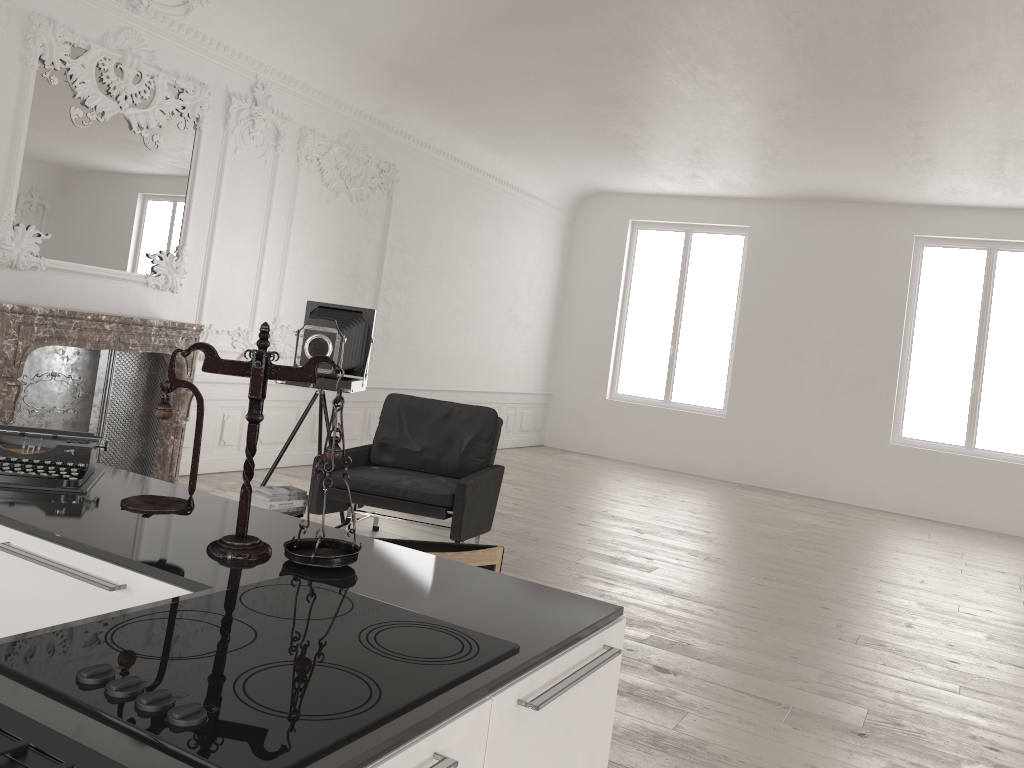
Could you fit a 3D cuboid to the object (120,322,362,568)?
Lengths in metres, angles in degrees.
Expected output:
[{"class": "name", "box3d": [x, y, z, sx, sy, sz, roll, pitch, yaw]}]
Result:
[{"class": "object", "box3d": [-0.545, 0.113, 1.861, 0.513, 0.492, 0.167, 8, -2, 1]}]

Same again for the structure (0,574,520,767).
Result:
[{"class": "structure", "box3d": [-0.350, 0.393, 1.332, 0.508, 0.021, 0.625, 9, 3, 28]}]

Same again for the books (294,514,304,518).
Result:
[{"class": "books", "box3d": [-1.398, 0.783, 5.269, 0.199, 0.025, 0.276, 8, 2, 16]}]

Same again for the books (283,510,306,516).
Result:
[{"class": "books", "box3d": [-1.400, 0.755, 5.275, 0.199, 0.025, 0.273, 9, 3, 29]}]

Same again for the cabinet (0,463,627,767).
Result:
[{"class": "cabinet", "box3d": [-1.541, 0.688, 1.341, 2.717, 0.883, 2.450, 9, 2, 28]}]

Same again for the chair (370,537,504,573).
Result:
[{"class": "chair", "box3d": [-0.422, 0.831, 2.935, 0.628, 0.772, 0.783, 8, 0, -17]}]

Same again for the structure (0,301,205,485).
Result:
[{"class": "structure", "box3d": [-2.978, 0.122, 6.043, 0.662, 1.250, 1.537, 7, 0, 28]}]

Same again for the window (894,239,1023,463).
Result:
[{"class": "window", "box3d": [5.696, -0.430, 10.697, 1.732, 2.586, 0.070, 7, -2, 28]}]

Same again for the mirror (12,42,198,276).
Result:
[{"class": "mirror", "box3d": [-2.849, -1.541, 6.309, 0.009, 1.574, 1.427, 7, -1, 28]}]

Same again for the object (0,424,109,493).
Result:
[{"class": "object", "box3d": [-1.274, 0.182, 2.296, 0.382, 0.111, 0.318, 7, 2, -17]}]

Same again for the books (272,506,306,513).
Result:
[{"class": "books", "box3d": [-1.400, 0.730, 5.274, 0.200, 0.025, 0.279, 9, 3, 34]}]

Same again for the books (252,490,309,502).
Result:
[{"class": "books", "box3d": [-1.394, 0.664, 5.272, 0.206, 0.026, 0.288, 9, 3, 36]}]

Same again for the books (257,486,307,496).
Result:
[{"class": "books", "box3d": [-1.380, 0.640, 5.294, 0.173, 0.022, 0.241, 10, 3, 42]}]

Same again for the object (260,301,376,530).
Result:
[{"class": "object", "box3d": [-1.341, 0.190, 6.212, 0.711, 1.526, 0.653, 8, -1, 3]}]

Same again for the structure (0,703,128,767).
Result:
[{"class": "structure", "box3d": [-0.719, 0.377, 0.630, 0.523, 0.014, 0.838, 9, 3, 28]}]

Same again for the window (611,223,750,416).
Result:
[{"class": "window", "box3d": [2.354, -0.956, 12.484, 1.732, 2.586, 0.070, 7, -2, 28]}]

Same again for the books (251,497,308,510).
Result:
[{"class": "books", "box3d": [-1.398, 0.697, 5.260, 0.200, 0.041, 0.309, 9, 3, 34]}]

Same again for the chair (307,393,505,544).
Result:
[{"class": "chair", "box3d": [-0.618, 0.591, 5.675, 0.976, 0.965, 1.084, 8, 0, 13]}]
